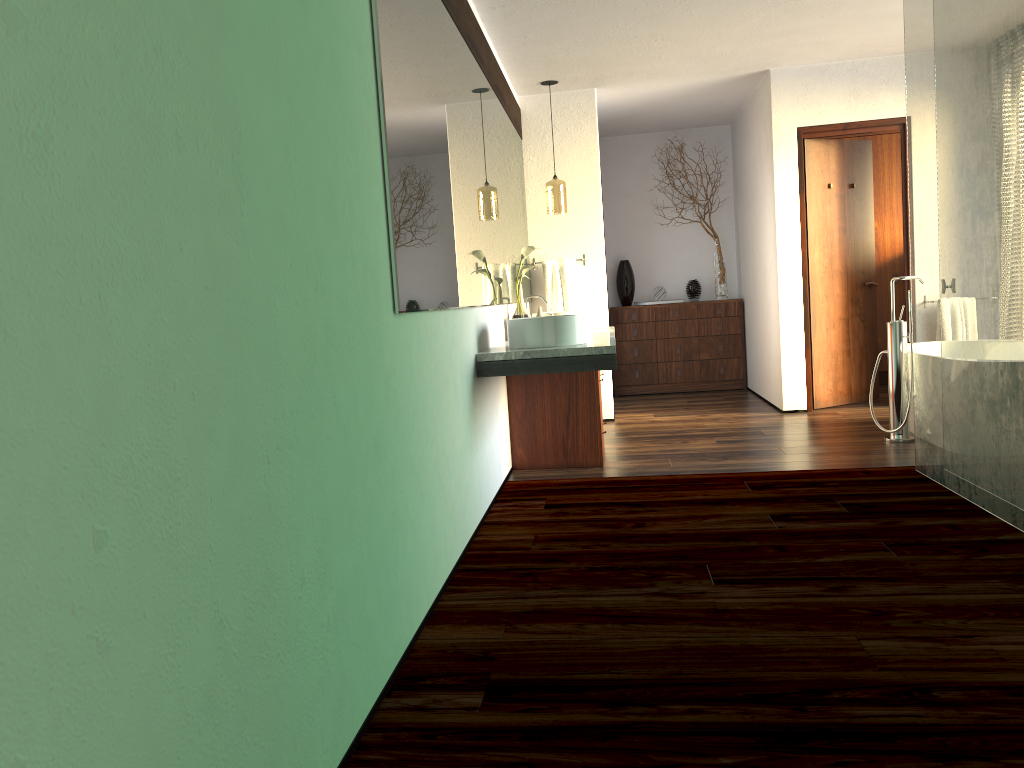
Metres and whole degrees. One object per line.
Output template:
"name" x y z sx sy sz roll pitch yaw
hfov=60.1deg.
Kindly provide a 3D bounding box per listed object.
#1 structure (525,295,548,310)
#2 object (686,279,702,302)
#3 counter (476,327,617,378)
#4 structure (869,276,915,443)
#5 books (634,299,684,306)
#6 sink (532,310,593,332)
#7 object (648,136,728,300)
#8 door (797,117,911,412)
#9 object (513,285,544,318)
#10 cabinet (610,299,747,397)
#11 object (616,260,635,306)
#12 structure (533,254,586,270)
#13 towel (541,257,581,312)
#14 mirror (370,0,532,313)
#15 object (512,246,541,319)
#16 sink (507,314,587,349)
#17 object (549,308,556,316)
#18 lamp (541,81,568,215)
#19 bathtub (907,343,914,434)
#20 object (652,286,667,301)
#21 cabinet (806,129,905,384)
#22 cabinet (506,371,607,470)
"structure" 0.136 -0.417 5.365 0.166 0.242 0.065 -3 5 13
"object" 1.637 -0.843 7.976 0.135 0.200 0.142 -8 6 -38
"counter" 0.266 -0.204 4.826 0.591 0.101 2.243 -3 5 7
"structure" 2.104 -0.137 4.878 0.239 0.897 0.283 -8 7 -42
"books" 1.390 -0.745 8.033 0.491 0.034 0.250 -6 5 -16
"sink" 0.306 -0.374 5.371 0.353 0.130 0.361 -5 5 -14
"object" 1.538 -1.452 7.822 0.714 1.449 0.845 -8 7 -38
"door" 2.382 -0.812 6.260 0.736 1.946 0.461 -3 5 9
"object" 0.102 -0.409 4.970 0.245 0.305 0.117 0 6 35
"cabinet" 1.485 -0.331 8.009 1.148 0.800 0.400 -3 5 9
"object" 1.035 -0.917 8.066 0.173 0.417 0.168 -2 5 21
"structure" 0.333 -0.871 6.297 0.372 0.088 0.101 -3 5 9
"towel" 0.356 -0.568 6.262 0.263 0.636 0.158 -1 6 26
"mirror" -0.124 -0.964 4.350 0.017 1.152 4.051 -3 5 7
"object" 0.055 -0.499 4.890 0.186 0.504 0.246 -5 5 -14
"sink" 0.158 -0.241 4.044 0.361 0.130 0.354 -3 5 11
"object" 0.227 -0.349 5.016 0.070 0.158 0.071 -5 5 -9
"lamp" 0.280 -1.587 5.974 0.135 0.867 0.142 -8 7 -39
"bathtub" 2.569 0.054 4.733 0.770 0.485 1.609 -3 5 7
"object" 1.336 -0.819 8.028 0.131 0.131 0.130 -4 5 4
"cabinet" 2.884 -1.167 7.443 1.494 2.363 0.356 -3 5 9
"cabinet" 0.273 0.122 5.059 0.516 0.599 0.654 -3 5 8
